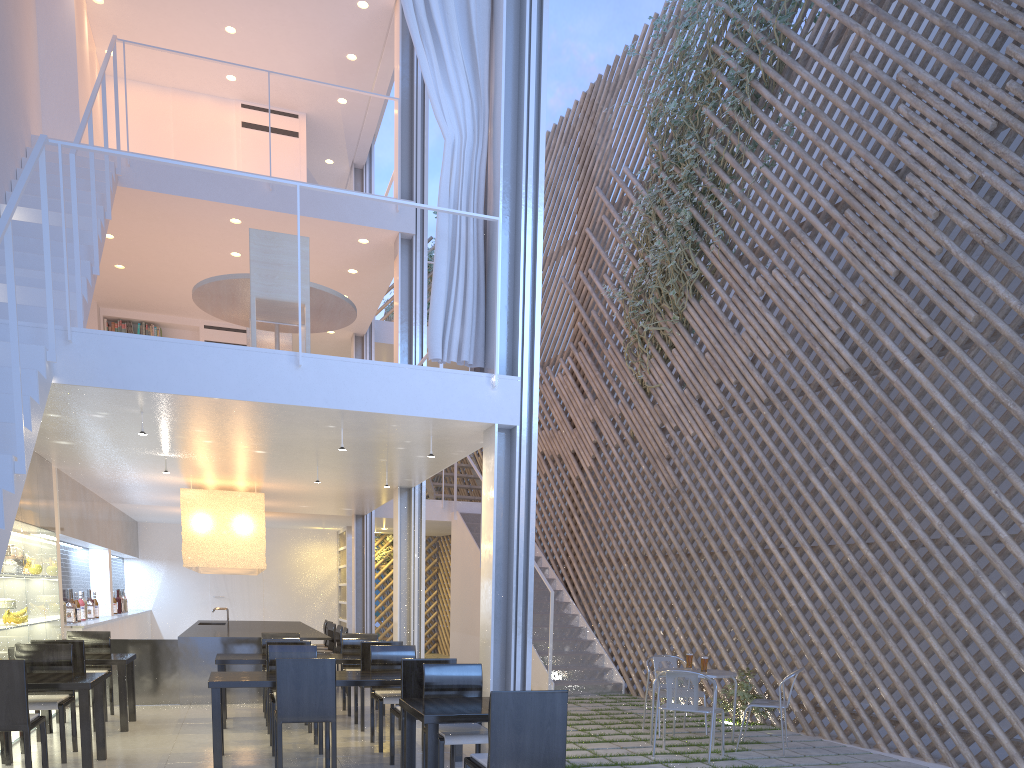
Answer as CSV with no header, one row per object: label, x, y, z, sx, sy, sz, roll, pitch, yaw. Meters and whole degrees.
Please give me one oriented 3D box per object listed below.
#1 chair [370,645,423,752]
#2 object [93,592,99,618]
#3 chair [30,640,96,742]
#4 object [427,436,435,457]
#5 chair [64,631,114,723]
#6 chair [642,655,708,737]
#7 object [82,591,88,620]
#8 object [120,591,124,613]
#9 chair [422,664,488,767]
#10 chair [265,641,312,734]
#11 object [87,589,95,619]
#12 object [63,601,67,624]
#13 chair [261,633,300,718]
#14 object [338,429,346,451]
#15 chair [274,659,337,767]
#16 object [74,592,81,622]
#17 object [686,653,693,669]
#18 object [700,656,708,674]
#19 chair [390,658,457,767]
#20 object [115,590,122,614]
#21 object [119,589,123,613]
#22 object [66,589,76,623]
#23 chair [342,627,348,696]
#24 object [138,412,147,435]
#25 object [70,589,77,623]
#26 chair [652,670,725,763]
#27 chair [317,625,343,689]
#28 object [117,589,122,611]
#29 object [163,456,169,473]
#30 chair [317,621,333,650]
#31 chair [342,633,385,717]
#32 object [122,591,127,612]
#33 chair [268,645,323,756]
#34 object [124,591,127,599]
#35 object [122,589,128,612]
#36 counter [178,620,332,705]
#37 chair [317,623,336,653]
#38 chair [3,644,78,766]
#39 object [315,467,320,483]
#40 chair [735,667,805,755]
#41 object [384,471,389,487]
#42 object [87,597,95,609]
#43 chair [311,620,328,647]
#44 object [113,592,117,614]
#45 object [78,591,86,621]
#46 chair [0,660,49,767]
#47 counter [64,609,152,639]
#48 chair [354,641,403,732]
chair,-0.471,1.294,3.394,0.192,0.440,0.235,0,3,-18
object,-2.771,1.470,5.470,0.041,0.183,0.041,7,9,42
chair,-1.871,1.276,3.451,0.192,0.440,0.235,0,3,-18
object,-1.405,0.739,3.752,1.682,0.809,1.875,5,-11,-20
chair,-2.029,1.395,3.926,0.192,0.440,0.235,0,3,-18
chair,0.770,1.490,3.948,0.263,0.381,0.245,1,1,-18
object,-2.668,1.381,5.122,0.045,0.188,0.044,5,7,29
object,-3.195,1.778,6.716,0.045,0.188,0.044,5,7,28
chair,-0.157,1.082,2.541,0.192,0.440,0.235,0,3,-18
chair,-1.022,1.374,3.752,0.192,0.440,0.235,0,3,-18
object,-2.693,1.404,5.246,0.046,0.204,0.045,-1,7,-16
object,-2.188,0.950,3.620,0.046,0.284,1.910,-1,-13,-18
chair,-1.170,1.484,4.194,0.192,0.440,0.235,0,3,-18
object,-0.627,0.204,3.039,0.029,0.080,0.028,1,5,-7
chair,-0.713,1.142,2.824,0.192,0.440,0.235,0,3,-18
object,-2.195,0.970,3.706,0.058,0.288,2.479,-1,-13,-18
object,0.799,1.249,3.708,0.031,0.077,0.031,4,5,27
object,0.821,1.200,3.515,0.031,0.077,0.031,4,5,27
chair,-0.323,1.184,2.952,0.192,0.440,0.235,0,3,-18
object,-3.079,1.704,6.431,0.044,0.195,0.045,-2,7,-27
object,-3.172,1.753,6.647,0.046,0.204,0.045,-1,7,-16
object,-2.183,0.969,3.691,0.047,0.284,2.036,-1,-13,-18
chair,-1.140,1.711,5.074,0.240,0.441,0.186,1,4,-17
object,-1.271,0.135,2.827,0.029,0.080,0.028,1,5,-7
object,-2.198,0.980,3.736,0.106,0.283,2.116,0,-13,-17
chair,0.707,1.324,3.310,0.261,0.381,0.247,2,1,27
chair,-1.242,1.791,5.395,0.240,0.441,0.186,0,4,-20
object,-3.142,1.732,6.566,0.046,0.205,0.044,-1,7,-18
object,-1.583,0.368,3.764,0.029,0.080,0.028,1,5,-7
chair,-1.448,1.951,6.035,0.240,0.441,0.186,0,4,-21
chair,-0.780,1.526,4.323,0.192,0.440,0.235,0,3,-18
object,-3.197,1.793,6.773,0.046,0.188,0.044,-1,7,-18
chair,-0.860,1.252,3.266,0.192,0.440,0.235,0,3,-18
object,-3.244,1.821,6.889,0.044,0.187,0.042,1,7,-6
object,-3.225,1.798,6.829,0.047,0.204,0.044,4,7,23
counter,-1.815,1.896,5.777,0.819,0.366,2.570,5,-14,-17
chair,-1.359,1.869,5.710,0.240,0.441,0.186,0,4,-23
chair,-1.720,1.163,2.997,0.192,0.440,0.235,0,3,-18
object,-0.940,0.438,3.976,0.029,0.080,0.028,1,5,-7
chair,1.110,1.390,3.530,0.248,0.381,0.261,2,1,22
object,-0.621,0.472,4.081,0.029,0.080,0.028,1,5,-7
object,-2.764,1.446,5.398,0.044,0.195,0.045,-2,7,-27
chair,-1.551,2.030,6.355,0.240,0.441,0.186,1,4,-16
object,-3.061,1.684,6.327,0.041,0.183,0.041,7,9,42
object,-2.622,1.351,5.006,0.044,0.187,0.042,-1,7,-17
chair,-1.561,1.045,2.523,0.192,0.440,0.235,0,3,-18
counter,-2.952,1.921,6.062,0.233,0.425,3.710,0,-13,-18
chair,-0.633,1.416,3.880,0.192,0.440,0.235,0,3,-18
